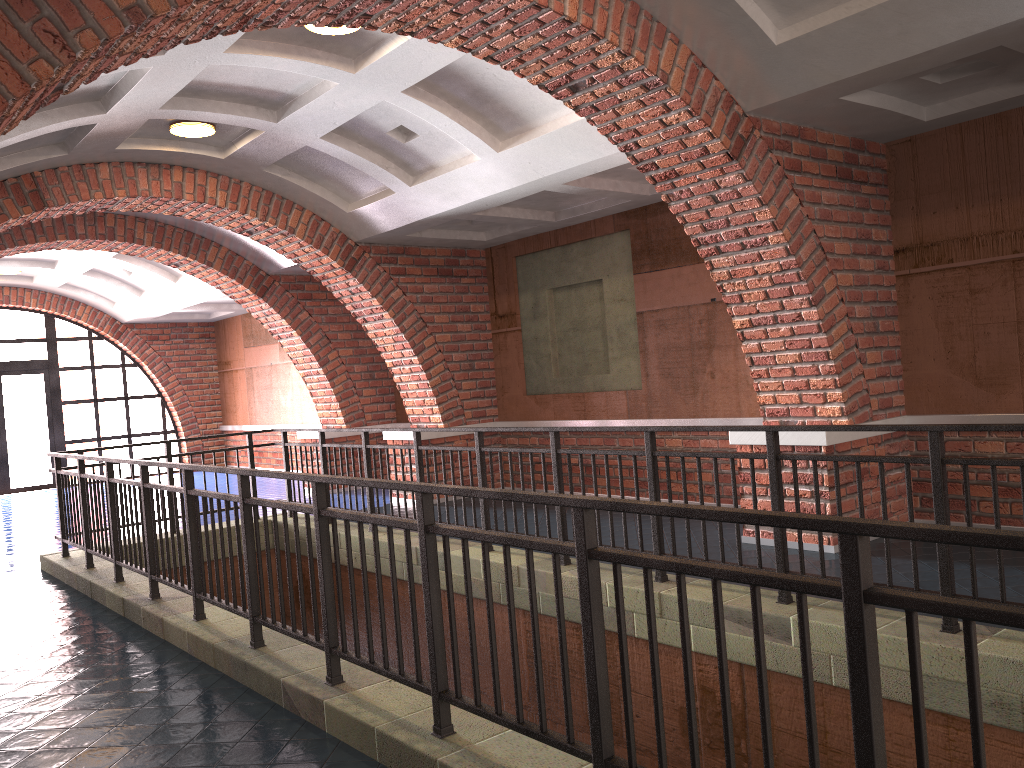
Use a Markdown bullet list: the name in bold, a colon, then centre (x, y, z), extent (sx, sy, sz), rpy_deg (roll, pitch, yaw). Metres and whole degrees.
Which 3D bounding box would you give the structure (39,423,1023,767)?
- **structure**: centre (0.144, 3.155, 4.718), extent (2.464, 5.665, 11.176), rpy_deg (-5, 1, -39)

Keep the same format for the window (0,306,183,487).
- **window**: centre (-9.229, 0.312, 16.007), extent (6.353, 3.471, 0.100), rpy_deg (-5, 1, -39)

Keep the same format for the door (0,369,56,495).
- **door**: centre (-9.228, 0.882, 15.983), extent (1.754, 2.236, 0.040), rpy_deg (-5, 1, -39)
